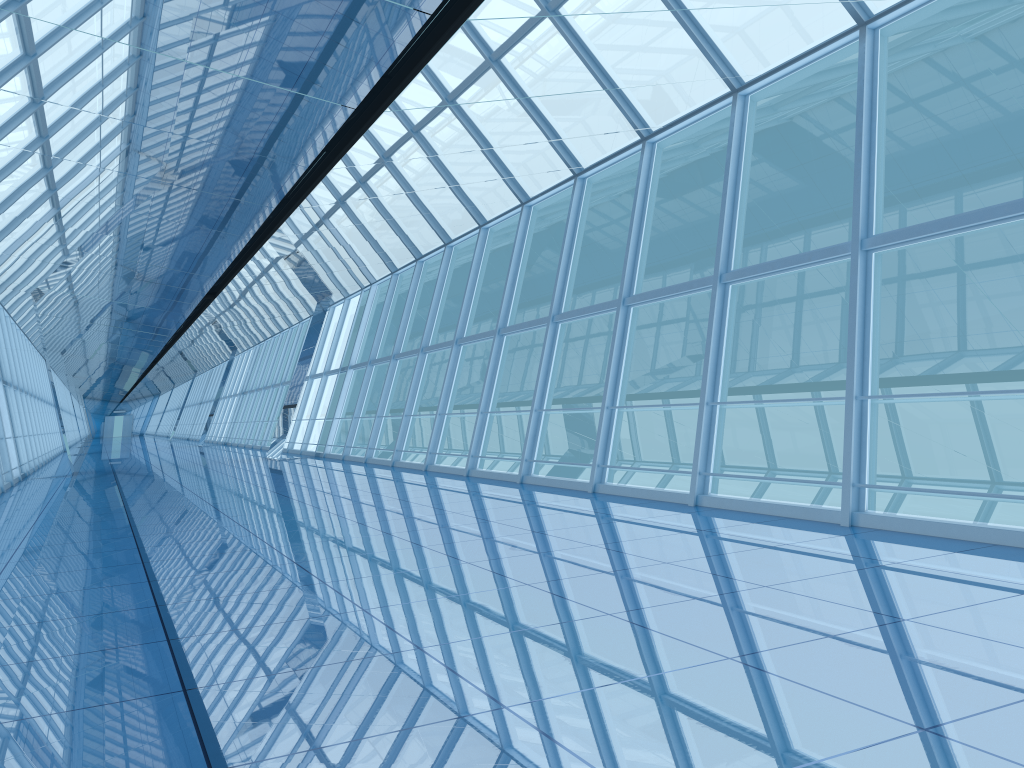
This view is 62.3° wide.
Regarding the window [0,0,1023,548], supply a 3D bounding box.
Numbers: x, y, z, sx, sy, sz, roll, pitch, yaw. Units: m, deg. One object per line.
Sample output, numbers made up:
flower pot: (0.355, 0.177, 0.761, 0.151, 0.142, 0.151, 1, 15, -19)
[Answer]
window: (-20.195, 0.944, 46.010, 9.889, 4.957, 105.650, -1, -2, -26)
